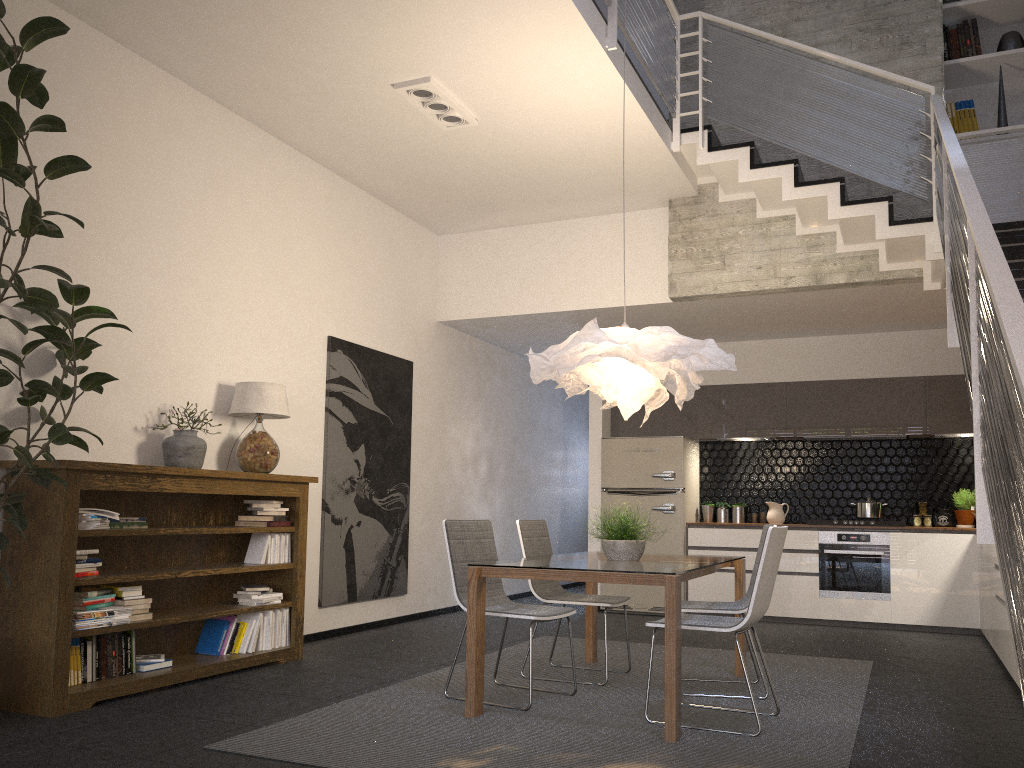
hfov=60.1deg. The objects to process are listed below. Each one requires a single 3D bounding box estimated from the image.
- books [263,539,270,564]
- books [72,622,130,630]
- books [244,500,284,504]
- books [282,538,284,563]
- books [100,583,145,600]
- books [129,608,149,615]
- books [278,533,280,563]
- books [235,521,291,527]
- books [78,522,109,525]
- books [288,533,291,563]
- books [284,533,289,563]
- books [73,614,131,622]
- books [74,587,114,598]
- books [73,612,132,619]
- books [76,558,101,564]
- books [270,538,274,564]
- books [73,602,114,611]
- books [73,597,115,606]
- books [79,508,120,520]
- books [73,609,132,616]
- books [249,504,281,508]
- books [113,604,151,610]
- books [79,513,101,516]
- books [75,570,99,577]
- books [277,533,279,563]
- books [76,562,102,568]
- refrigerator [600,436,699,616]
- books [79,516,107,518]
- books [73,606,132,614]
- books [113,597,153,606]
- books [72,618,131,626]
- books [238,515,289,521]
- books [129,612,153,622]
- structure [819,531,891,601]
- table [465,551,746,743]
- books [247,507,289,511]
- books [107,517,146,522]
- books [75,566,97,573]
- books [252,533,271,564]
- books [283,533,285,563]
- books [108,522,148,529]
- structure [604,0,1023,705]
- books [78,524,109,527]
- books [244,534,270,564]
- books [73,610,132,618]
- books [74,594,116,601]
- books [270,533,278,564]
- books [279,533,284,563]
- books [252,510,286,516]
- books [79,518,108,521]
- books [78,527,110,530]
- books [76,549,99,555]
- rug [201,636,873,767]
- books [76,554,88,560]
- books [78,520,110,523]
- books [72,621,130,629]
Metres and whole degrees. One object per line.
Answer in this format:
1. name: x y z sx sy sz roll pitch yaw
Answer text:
1. books: -1.584 1.046 5.546 0.120 0.157 0.056 -2 -6 24
2. books: -2.088 1.189 4.374 0.219 0.008 0.306 -3 -9 23
3. books: -1.594 0.757 5.681 0.205 0.022 0.156 0 -8 9
4. books: -1.521 1.067 5.690 0.120 0.158 0.016 -2 -6 24
5. books: -2.063 1.092 4.672 0.217 0.069 0.158 -4 -9 33
6. books: -2.053 1.189 4.647 0.227 0.023 0.167 -2 -9 22
7. books: -1.549 1.049 5.666 0.136 0.187 0.018 -2 -6 24
8. books: -1.576 0.886 5.615 0.230 0.034 0.287 -1 -8 16
9. books: -2.161 0.700 4.456 0.252 0.011 0.320 2 -8 -9
10. books: -1.494 1.061 5.746 0.135 0.188 0.031 -2 -6 24
11. books: -1.506 1.058 5.725 0.136 0.187 0.018 -2 -6 24
12. books: -2.089 1.152 4.388 0.219 0.006 0.306 -4 -9 28
13. books: -2.157 1.048 4.449 0.193 0.028 0.247 0 -8 4
14. books: -2.084 1.139 4.386 0.219 0.007 0.306 -3 -9 27
15. books: -2.186 0.874 4.378 0.163 0.023 0.233 -3 -9 24
16. books: -1.561 1.053 5.599 0.120 0.158 0.016 -2 -6 24
17. books: -2.143 1.109 4.433 0.175 0.023 0.251 0 -8 5
18. books: -2.143 1.086 4.435 0.175 0.023 0.251 0 -8 10
19. books: -2.158 0.649 4.489 0.273 0.108 0.323 6 -9 -31
20. books: -2.090 1.125 4.390 0.219 0.007 0.306 -4 -9 28
21. books: -1.587 0.780 5.676 0.175 0.023 0.244 4 -9 -21
22. books: -2.056 1.167 4.663 0.243 0.023 0.176 -4 -9 31
23. books: -2.183 0.651 4.412 0.252 0.011 0.320 1 -8 1
24. books: -2.190 0.940 4.388 0.158 0.021 0.225 0 -8 9
25. books: -1.546 1.044 5.630 0.135 0.188 0.015 -2 -6 24
26. books: -2.185 0.897 4.384 0.174 0.019 0.245 0 -8 9
27. refrigerator: 1.370 1.403 8.814 0.829 1.702 0.773 -2 -6 24
28. books: -2.178 0.662 4.418 0.252 0.011 0.320 2 -8 -4
29. books: -2.088 1.117 4.392 0.219 0.013 0.306 -3 -9 28
30. books: -2.045 1.141 4.666 0.225 0.029 0.180 -3 -9 27
31. books: -2.087 1.167 4.375 0.219 0.013 0.306 -3 -9 28
32. books: 0.763 -2.263 6.987 5.400 6.674 0.361 4 -6 -25
33. books: -2.044 1.218 4.647 0.243 0.034 0.180 -3 -9 26
34. structure: 3.125 1.635 8.053 0.588 0.585 0.587 -2 -7 24
35. table: 0.605 1.309 4.780 0.998 0.710 1.809 -2 -8 24
36. books: -1.569 0.804 5.686 0.175 0.019 0.244 8 -11 -40
37. books: -2.061 0.707 4.614 0.166 0.023 0.228 -3 -9 28
38. books: -2.184 0.918 4.387 0.155 0.022 0.206 0 -8 4
39. books: -1.584 1.037 5.588 0.136 0.187 0.018 -2 -6 24
40. books: -1.528 1.056 5.713 0.136 0.187 0.018 -2 -6 24
41. books: -2.063 0.737 4.621 0.180 0.034 0.244 -3 -9 27
42. structure: 1.496 -2.340 5.819 4.236 8.265 8.504 -2 -7 24
43. books: -2.160 0.708 4.438 0.252 0.011 0.320 2 -8 -6
44. books: -1.591 1.031 5.529 0.135 0.181 0.078 -2 -6 24
45. books: -2.086 1.133 4.387 0.219 0.007 0.306 -3 -9 27
46. books: -2.156 1.069 4.448 0.192 0.014 0.257 -1 -8 12
47. books: -1.547 1.041 5.612 0.136 0.187 0.018 -2 -6 24
48. books: -1.527 1.050 5.675 0.135 0.188 0.015 -2 -6 24
49. books: -1.561 0.828 5.683 0.179 0.029 0.226 5 -9 -24
50. books: -2.165 0.675 4.431 0.252 0.011 0.320 2 -8 -4
51. books: -2.158 0.717 4.426 0.252 0.011 0.320 1 -8 -2
52. books: -2.183 0.833 4.395 0.155 0.020 0.206 0 -8 9
53. rug: 0.589 1.657 4.736 2.372 0.006 3.706 -3 -9 24
54. books: -2.182 0.853 4.386 0.147 0.023 0.222 5 -9 -24
55. books: -2.170 0.683 4.414 0.252 0.011 0.320 0 -8 6
56. books: -2.088 1.182 4.373 0.219 0.007 0.306 -4 -9 28
